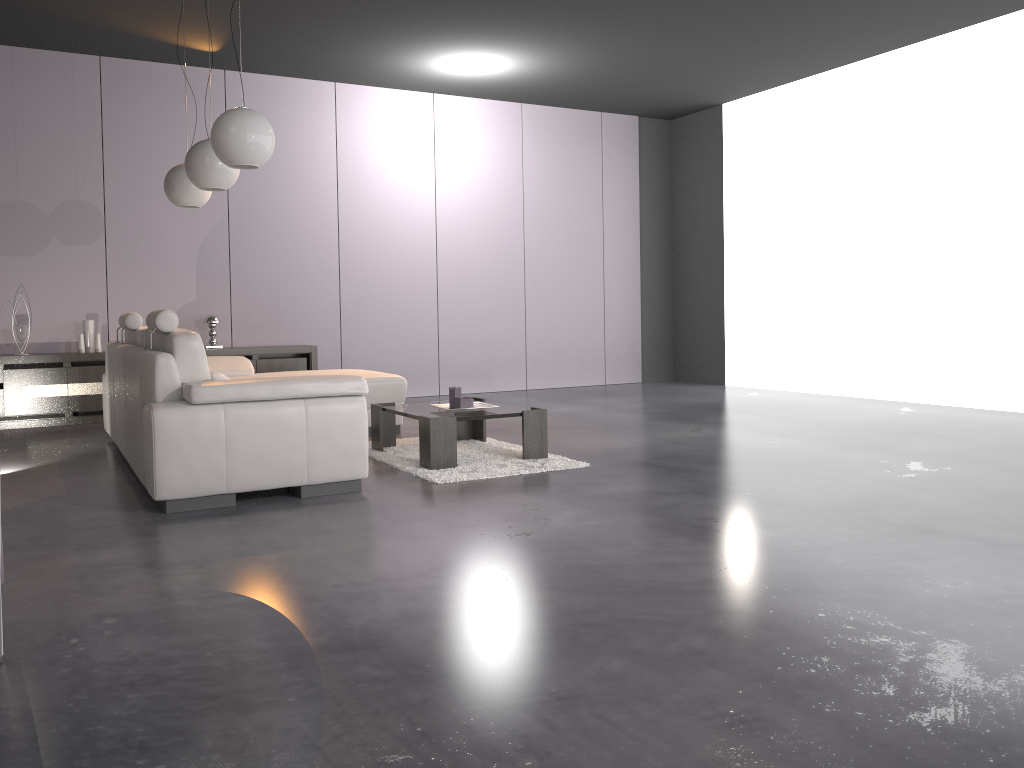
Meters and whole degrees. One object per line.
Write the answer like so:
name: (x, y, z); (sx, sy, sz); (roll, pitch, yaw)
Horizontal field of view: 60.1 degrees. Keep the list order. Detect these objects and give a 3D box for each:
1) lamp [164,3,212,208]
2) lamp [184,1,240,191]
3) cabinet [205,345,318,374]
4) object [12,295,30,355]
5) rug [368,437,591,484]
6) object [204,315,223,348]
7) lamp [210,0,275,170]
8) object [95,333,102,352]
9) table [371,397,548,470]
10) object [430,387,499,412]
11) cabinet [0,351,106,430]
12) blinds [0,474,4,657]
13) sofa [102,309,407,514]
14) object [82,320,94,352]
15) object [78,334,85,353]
lamp: (-2.177, -1.891, 5.913); (0.307, 1.413, 0.307); (-2, 2, -25)
lamp: (-1.751, -1.836, 5.132); (0.307, 1.413, 0.307); (-2, 2, -25)
cabinet: (-2.270, -0.043, 7.741); (1.073, 0.554, 0.378); (-3, 3, -28)
object: (-3.819, -0.460, 6.891); (0.123, 0.465, 0.108); (-2, 2, -27)
rug: (-0.325, 0.403, 5.095); (0.917, 0.023, 1.529); (-3, 5, -28)
object: (-2.570, -0.453, 7.601); (0.140, 0.284, 0.140); (-2, 3, -28)
lamp: (-1.345, -1.783, 4.379); (0.306, 1.413, 0.307); (0, 2, 29)
object: (-3.336, -0.331, 7.139); (0.051, 0.152, 0.051); (1, 3, 40)
table: (-0.326, 0.264, 5.108); (0.701, 0.270, 0.906); (-3, 5, -28)
object: (-0.273, 0.078, 5.001); (0.304, 0.136, 0.305); (-3, 4, -24)
cabinet: (-3.543, 0.033, 7.054); (1.073, 0.554, 0.378); (-3, 3, -28)
blinds: (-1.454, -0.843, 2.225); (0.249, 2.991, 3.293); (-2, 3, -28)
sofa: (-1.346, -0.018, 5.319); (1.870, 0.857, 2.866); (-3, 5, -28)
object: (-3.433, -0.388, 7.185); (0.089, 0.263, 0.089); (0, 2, 23)
object: (-3.443, -0.324, 7.082); (0.051, 0.152, 0.051); (1, 3, 40)
